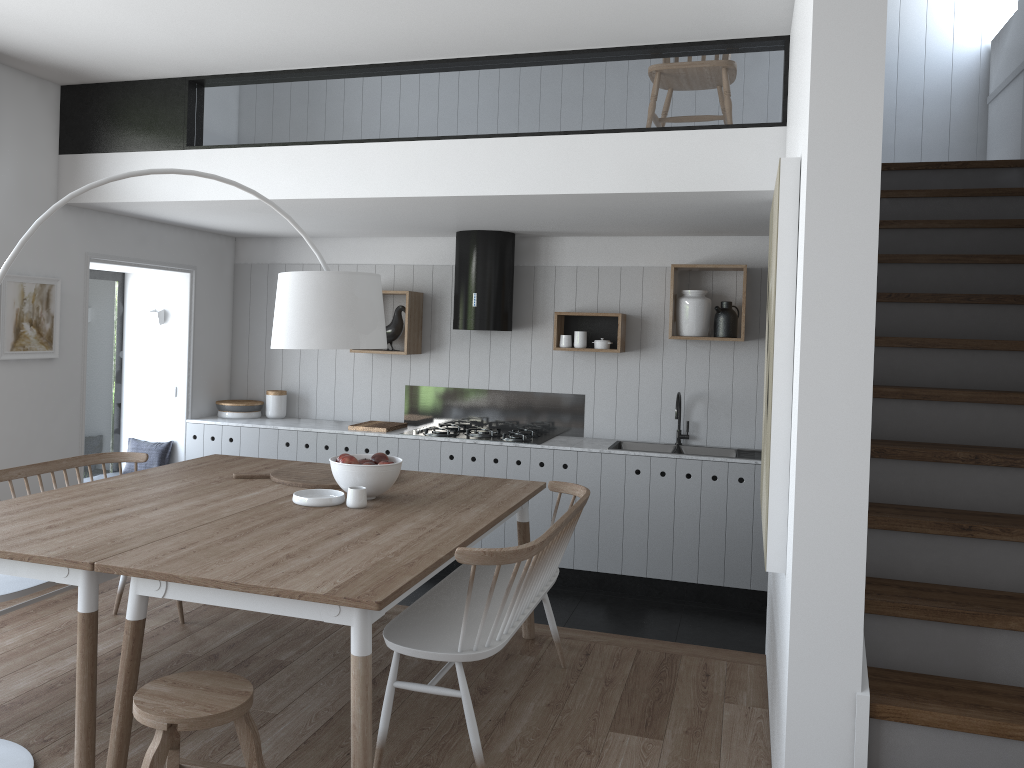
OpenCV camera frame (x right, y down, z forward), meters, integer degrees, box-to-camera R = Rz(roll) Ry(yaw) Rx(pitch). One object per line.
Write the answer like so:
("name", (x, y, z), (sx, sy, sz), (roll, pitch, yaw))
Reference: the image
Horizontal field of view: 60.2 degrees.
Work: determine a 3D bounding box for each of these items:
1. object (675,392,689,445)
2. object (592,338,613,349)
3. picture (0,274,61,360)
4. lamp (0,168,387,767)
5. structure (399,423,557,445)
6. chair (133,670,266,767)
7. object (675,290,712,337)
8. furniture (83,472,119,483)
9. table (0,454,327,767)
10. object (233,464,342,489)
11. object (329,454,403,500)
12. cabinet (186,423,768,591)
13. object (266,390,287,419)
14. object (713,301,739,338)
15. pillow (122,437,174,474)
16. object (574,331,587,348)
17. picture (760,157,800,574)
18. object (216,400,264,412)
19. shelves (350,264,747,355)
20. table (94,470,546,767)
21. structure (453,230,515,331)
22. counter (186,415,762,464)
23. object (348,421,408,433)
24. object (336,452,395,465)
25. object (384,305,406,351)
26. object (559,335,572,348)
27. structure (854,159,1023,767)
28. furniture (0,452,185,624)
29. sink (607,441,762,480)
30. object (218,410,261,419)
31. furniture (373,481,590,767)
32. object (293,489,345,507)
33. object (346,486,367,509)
("object", (1.110, 0.239, 5.785), (0.092, 0.374, 0.285), (2, 2, 15))
("object", (0.608, -0.272, 5.950), (0.128, 0.073, 0.109), (2, 3, -5))
("picture", (-2.749, -0.379, 5.037), (0.030, 0.470, 0.428), (2, 2, 15))
("lamp", (-2.428, 0.289, 1.873), (0.898, 2.023, 5.070), (3, 3, 42))
("structure", (-0.225, 0.330, 6.108), (0.999, 0.048, 0.546), (3, 4, 17))
("chair", (-0.837, 1.087, 2.453), (0.434, 0.449, 0.481), (2, 2, 3))
("object", (1.186, -0.460, 5.786), (0.226, 0.301, 0.231), (1, 2, -11))
("furniture", (-2.838, 0.733, 6.115), (0.605, 0.115, 1.036), (3, 4, 16))
("table", (-1.462, 0.836, 3.773), (0.950, 0.749, 2.013), (2, 3, 15))
("object", (-0.881, 0.441, 4.217), (0.615, 0.023, 0.658), (5, 5, 39))
("object", (-0.625, 0.404, 3.777), (0.319, 0.164, 0.311), (2, 3, 13))
("cabinet", (0.553, 0.809, 5.560), (6.221, 0.747, 0.010), (3, 1, 18))
("object", (-1.809, 0.159, 6.775), (0.152, 0.212, 0.156), (1, 2, -15))
("object", (1.392, -0.417, 5.731), (0.161, 0.236, 0.151), (2, 2, 14))
("pillow", (-2.691, 0.557, 6.544), (0.409, 0.293, 0.178), (3, 2, 17))
("object", (0.462, -0.297, 5.968), (0.087, 0.115, 0.084), (2, 2, 16))
("picture", (0.960, -0.088, 3.210), (0.061, 1.218, 1.279), (2, 2, 15))
("object", (-2.095, 0.169, 6.800), (0.352, 0.066, 0.368), (0, 4, -24))
("shelves", (0.601, -0.404, 5.979), (3.635, 0.797, 0.295), (3, 1, 18))
("table", (-0.557, 0.882, 3.482), (0.950, 0.749, 2.013), (2, 3, 15))
("structure", (-0.192, -0.809, 6.165), (0.404, 0.868, 0.424), (1, 1, -27))
("counter", (0.638, 0.407, 5.827), (6.225, 0.020, 0.570), (3, 4, 18))
("object", (-0.956, 0.303, 6.329), (0.295, 0.030, 0.394), (3, 4, 16))
("object", (-0.625, 0.383, 3.773), (0.246, 0.167, 0.241), (1, 3, -23))
("object", (-0.934, -0.412, 6.480), (0.340, 0.334, 0.137), (2, 1, 19))
("object", (0.365, -0.288, 5.999), (0.081, 0.088, 0.086), (0, 3, -38))
("structure", (1.723, 0.214, 3.263), (1.073, 2.629, 3.553), (2, 2, 15))
("furniture", (-1.979, 0.788, 3.807), (0.552, 0.810, 1.341), (2, 3, 15))
("sink", (1.222, 0.508, 5.608), (1.196, 0.166, 0.446), (3, 3, 17))
("object", (-2.097, 0.227, 6.800), (0.317, 0.055, 0.335), (-1, 4, -35))
("furniture", (-0.058, 0.872, 3.392), (0.552, 0.810, 1.341), (2, 3, 15))
("object", (-0.799, 0.471, 3.656), (0.214, 0.035, 0.216), (1, 3, -5))
("object", (-0.628, 0.459, 3.575), (0.085, 0.079, 0.082), (2, 2, 16))
